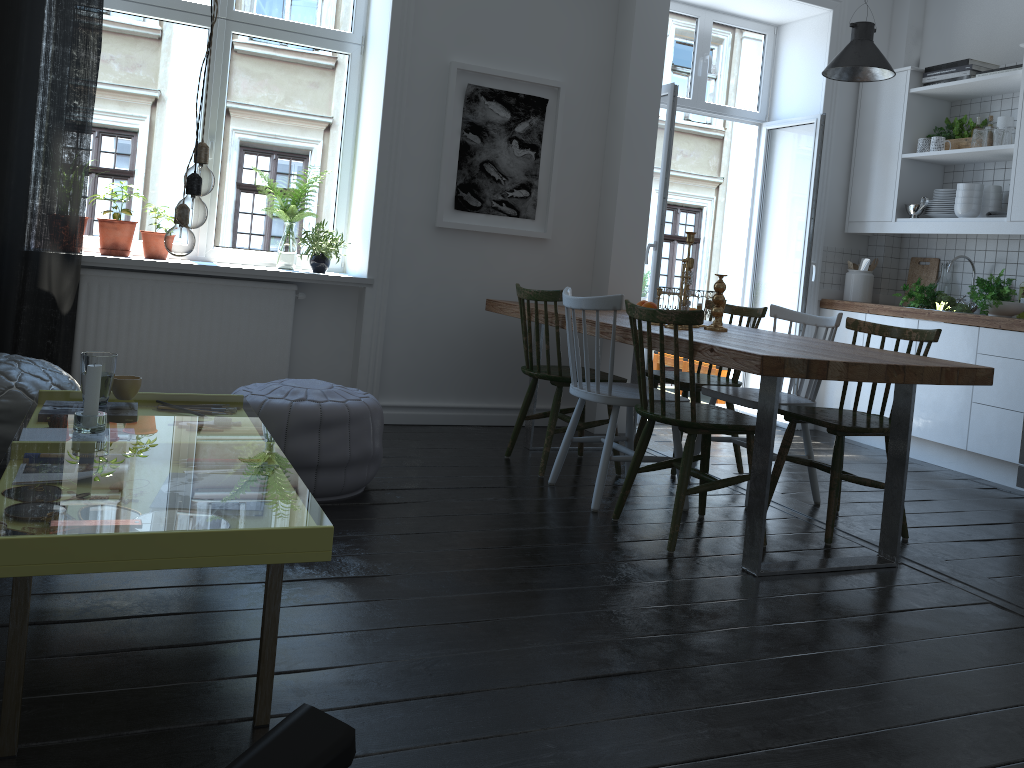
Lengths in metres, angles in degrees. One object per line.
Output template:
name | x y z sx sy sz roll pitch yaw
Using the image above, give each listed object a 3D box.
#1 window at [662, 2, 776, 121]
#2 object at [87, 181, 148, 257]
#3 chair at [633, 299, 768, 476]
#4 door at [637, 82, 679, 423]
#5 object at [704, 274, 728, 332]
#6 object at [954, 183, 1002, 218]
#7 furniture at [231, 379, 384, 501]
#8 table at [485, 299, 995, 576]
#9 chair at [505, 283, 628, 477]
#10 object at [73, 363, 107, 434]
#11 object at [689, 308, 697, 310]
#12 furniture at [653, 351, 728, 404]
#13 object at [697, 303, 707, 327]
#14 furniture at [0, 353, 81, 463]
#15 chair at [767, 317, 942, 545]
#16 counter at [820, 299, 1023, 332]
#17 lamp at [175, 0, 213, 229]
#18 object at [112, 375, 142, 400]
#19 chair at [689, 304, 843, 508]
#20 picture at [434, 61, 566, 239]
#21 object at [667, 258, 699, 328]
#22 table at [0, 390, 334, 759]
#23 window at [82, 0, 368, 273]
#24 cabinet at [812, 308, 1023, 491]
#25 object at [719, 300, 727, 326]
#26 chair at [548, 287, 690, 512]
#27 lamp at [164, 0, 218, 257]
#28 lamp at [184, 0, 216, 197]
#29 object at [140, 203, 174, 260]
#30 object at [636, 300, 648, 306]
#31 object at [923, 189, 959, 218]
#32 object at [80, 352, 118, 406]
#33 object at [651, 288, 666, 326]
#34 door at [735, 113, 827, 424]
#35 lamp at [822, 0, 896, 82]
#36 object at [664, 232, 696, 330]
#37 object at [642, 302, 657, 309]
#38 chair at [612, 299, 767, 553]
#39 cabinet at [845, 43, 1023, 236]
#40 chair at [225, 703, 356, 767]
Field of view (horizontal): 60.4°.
window | 1.288 -2.185 5.930 1.176 0.655 0.106 3 2 -24
object | -1.956 -0.820 4.358 0.257 0.369 0.236 5 3 -12
chair | 0.926 -0.005 4.375 0.484 0.824 0.471 4 3 -26
door | 0.757 -0.816 5.470 0.104 2.019 0.589 5 2 -19
object | 0.899 -0.354 3.837 0.100 0.247 0.101 5 2 0
object | 2.736 -1.064 5.170 0.308 0.216 0.151 3 4 -26
furniture | -0.801 0.201 3.399 0.613 0.417 0.616 2 7 -30
table | 0.736 0.101 3.875 1.015 0.712 2.252 3 8 -24
chair | 0.246 -0.028 4.076 0.484 0.825 0.471 4 3 -26
object | -1.052 0.034 2.208 0.075 0.173 0.075 6 2 11
object | 0.850 -0.316 4.138 0.084 0.083 0.090 5 5 -12
furniture | 1.546 -0.090 7.053 0.399 0.372 0.931 3 7 -24
object | 0.854 -0.318 4.030 0.102 0.113 0.103 2 5 -38
furniture | -2.014 0.083 3.357 0.677 0.380 0.687 3 7 -24
chair | 1.333 0.157 3.494 0.484 0.825 0.471 4 3 -26
counter | 2.751 -0.275 4.476 0.844 0.073 3.135 2 9 -24
lamp | -0.699 -1.116 2.107 0.075 1.492 0.086 6 1 27
object | -1.169 0.013 2.664 0.087 0.066 0.087 6 5 4
chair | 1.153 0.068 3.950 0.508 0.839 0.470 4 3 -24
picture | -0.065 -1.279 4.881 0.685 0.885 0.084 4 2 -24
object | 0.779 -0.409 3.925 0.141 0.310 0.140 6 2 18
table | -0.904 0.341 2.166 0.598 0.397 1.417 3 8 -24
window | -1.575 -1.643 4.703 1.563 1.980 0.108 4 2 -24
cabinet | 2.766 0.158 4.502 0.727 0.809 3.219 4 7 -16
object | 0.930 -0.309 3.926 0.049 0.138 0.049 5 2 -24
chair | 0.428 0.045 3.620 0.508 0.839 0.470 4 3 -24
lamp | -0.758 -1.061 2.195 0.089 1.492 0.074 5 1 0
lamp | -0.707 -1.208 2.169 0.075 1.492 0.074 6 1 23
object | -1.768 -0.764 4.423 0.178 0.277 0.194 7 4 33
object | 0.658 -0.373 4.384 0.083 0.089 0.089 3 5 -34
object | 2.691 -1.090 5.405 0.305 0.194 0.303 3 6 -23
object | -1.201 -0.015 2.551 0.098 0.145 0.097 7 4 26
object | 0.633 -0.335 3.817 0.080 0.160 0.080 7 3 23
door | 1.788 -0.781 5.927 0.104 2.019 0.590 5 2 -30
lamp | 1.477 -1.611 5.960 0.491 2.499 2.729 5 5 -24
object | 0.713 -0.432 3.678 0.114 0.409 0.113 6 2 28
object | 0.674 -0.358 4.302 0.091 0.088 0.084 6 4 2
chair | 0.654 0.133 3.194 0.484 0.824 0.471 4 3 -26
cabinet | 2.941 -0.562 4.184 0.777 2.358 3.832 5 6 -20
chair | -0.477 0.324 0.402 0.615 1.001 0.907 7 4 21
